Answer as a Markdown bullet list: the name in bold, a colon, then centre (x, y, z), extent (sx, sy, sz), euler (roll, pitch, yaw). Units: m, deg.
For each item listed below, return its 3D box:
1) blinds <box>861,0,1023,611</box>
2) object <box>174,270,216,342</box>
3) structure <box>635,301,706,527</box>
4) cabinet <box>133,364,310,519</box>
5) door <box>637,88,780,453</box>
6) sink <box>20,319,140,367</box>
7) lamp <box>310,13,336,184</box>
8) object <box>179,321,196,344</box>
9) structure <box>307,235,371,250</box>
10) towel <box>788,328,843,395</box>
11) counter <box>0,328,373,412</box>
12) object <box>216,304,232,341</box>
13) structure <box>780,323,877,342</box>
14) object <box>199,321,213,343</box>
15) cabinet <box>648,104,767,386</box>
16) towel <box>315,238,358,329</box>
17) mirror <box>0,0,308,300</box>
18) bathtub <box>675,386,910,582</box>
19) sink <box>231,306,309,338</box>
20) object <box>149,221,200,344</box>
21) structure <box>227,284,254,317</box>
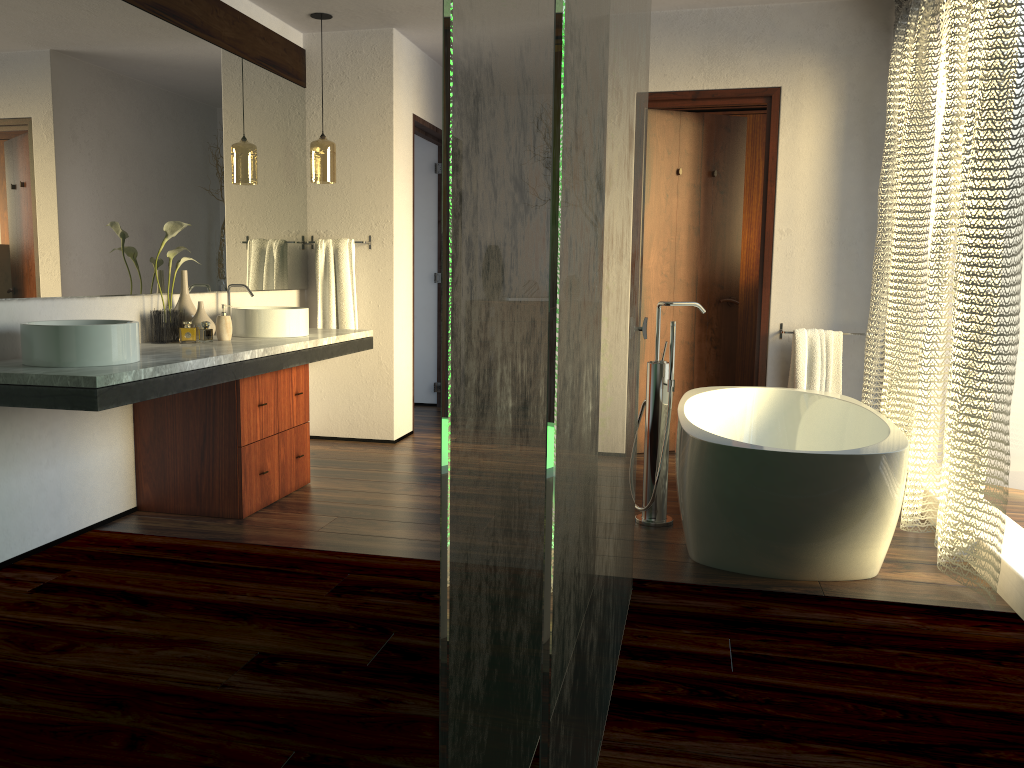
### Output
- **blinds**: centre (1.635, -0.599, 3.430), extent (0.183, 2.337, 2.102), euler (2, 7, 11)
- **object**: centre (-1.381, -0.337, 3.828), extent (0.246, 0.305, 0.117), euler (6, 9, 39)
- **structure**: centre (0.583, 0.113, 3.593), extent (0.239, 0.897, 0.283), euler (-5, 9, -37)
- **cabinet**: centre (-1.250, 0.204, 3.925), extent (0.518, 0.599, 0.652), euler (2, 7, 12)
- **door**: centre (1.032, -0.576, 4.915), extent (0.738, 1.947, 0.459), euler (2, 7, 13)
- **sink**: centre (-1.415, -0.138, 2.912), extent (0.362, 0.131, 0.352), euler (2, 7, 15)
- **lamp**: centre (-1.019, -1.525, 4.761), extent (0.136, 0.867, 0.142), euler (-4, 9, -34)
- **object**: centre (-1.356, -0.215, 3.700), extent (0.064, 0.092, 0.039), euler (-3, 8, -27)
- **structure**: centre (-1.003, -0.817, 5.108), extent (0.373, 0.088, 0.101), euler (2, 7, 14)
- **towel**: centre (1.549, 0.036, 4.537), extent (0.260, 0.637, 0.155), euler (0, 7, -4)
- **counter**: centre (-1.247, -0.115, 3.681), extent (0.593, 0.101, 2.234), euler (2, 7, 12)
- **object**: centre (-1.258, -0.269, 3.866), extent (0.070, 0.158, 0.071), euler (0, 7, -4)
- **structure**: centre (1.611, -0.261, 4.515), extent (0.458, 0.088, 0.101), euler (2, 7, 14)
- **object**: centre (-1.289, -0.220, 3.728), extent (0.039, 0.090, 0.056), euler (4, 8, 22)
- **cabinet**: centre (1.659, -0.920, 6.035), extent (1.500, 2.364, 0.354), euler (2, 7, 14)
- **towel**: centre (-1.009, -0.513, 5.084), extent (0.263, 0.636, 0.157), euler (5, 8, 31)
- **mirror**: centre (-1.608, -0.892, 3.207), extent (0.017, 1.152, 4.034), euler (2, 7, 11)
- **bathtub**: centre (1.019, 0.349, 3.421), extent (0.773, 0.485, 1.603), euler (2, 7, 11)
- **sink**: centre (-1.148, -0.297, 4.211), extent (0.354, 0.131, 0.360), euler (-1, 7, -10)
- **object**: centre (-1.426, -0.429, 3.748), extent (0.187, 0.504, 0.245), euler (0, 7, -10)
- **structure**: centre (-1.314, -0.355, 4.217), extent (0.167, 0.242, 0.065), euler (3, 7, 17)
